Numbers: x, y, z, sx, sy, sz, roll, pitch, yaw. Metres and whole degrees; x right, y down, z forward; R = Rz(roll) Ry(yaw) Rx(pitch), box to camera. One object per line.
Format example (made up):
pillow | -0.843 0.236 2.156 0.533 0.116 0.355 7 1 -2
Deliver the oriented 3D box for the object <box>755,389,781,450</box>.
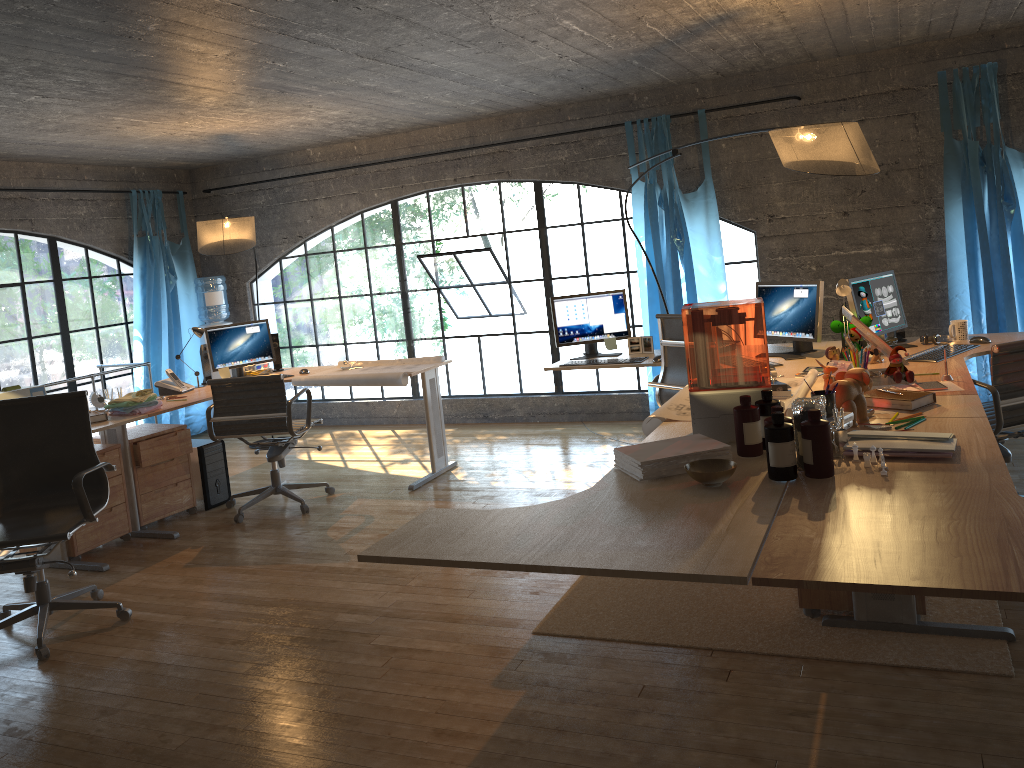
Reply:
object | 0.819 0.112 2.814 0.079 0.186 0.080 -3 5 32

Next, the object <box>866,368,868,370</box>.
object | 1.416 -0.023 3.605 0.077 0.081 0.077 0 8 43

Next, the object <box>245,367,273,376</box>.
object | -1.839 -0.091 6.387 0.204 0.036 0.207 -2 9 22

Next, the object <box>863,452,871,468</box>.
object | 1.007 0.216 2.503 0.019 0.040 0.019 -8 5 -24

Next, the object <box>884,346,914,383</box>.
object | 1.565 -0.078 3.576 0.104 0.143 0.106 -6 5 -2

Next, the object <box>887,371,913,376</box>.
object | 1.680 -0.046 3.815 0.126 0.009 0.012 -8 7 -13

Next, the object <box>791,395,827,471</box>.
object | 0.865 0.138 2.554 0.098 0.213 0.095 -4 5 22

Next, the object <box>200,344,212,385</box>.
object | -2.122 -0.137 6.100 0.085 0.276 0.085 -8 4 -22

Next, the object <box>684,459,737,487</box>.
object | 0.563 0.257 2.493 0.146 0.054 0.148 -6 8 1

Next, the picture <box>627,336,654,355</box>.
picture | 0.779 -0.235 5.318 0.158 0.104 0.032 -3 5 25

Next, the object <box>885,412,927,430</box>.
object | 1.335 0.123 2.984 0.109 0.009 0.252 0 11 35

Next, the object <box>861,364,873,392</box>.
object | 1.364 -0.011 3.455 0.074 0.119 0.218 -1 9 43

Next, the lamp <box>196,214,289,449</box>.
lamp | -2.442 -0.643 8.939 0.387 1.916 6.286 -7 8 -10

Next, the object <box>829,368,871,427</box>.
object | 1.173 0.043 3.061 0.200 0.175 0.130 -12 8 -41

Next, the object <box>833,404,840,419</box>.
object | 1.042 0.085 2.837 0.017 0.049 0.026 -3 5 34

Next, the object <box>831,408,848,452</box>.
object | 0.962 0.142 2.721 0.133 0.128 0.039 -4 4 20

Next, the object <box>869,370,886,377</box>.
object | 1.590 -0.051 3.865 0.096 0.024 0.108 1 11 38

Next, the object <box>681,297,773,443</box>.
object | 0.741 -0.049 3.017 0.269 0.455 0.224 -5 5 14

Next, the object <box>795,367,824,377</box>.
object | 1.374 -0.056 4.042 0.109 0.022 0.140 2 12 44

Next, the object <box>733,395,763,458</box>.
object | 0.737 0.129 2.759 0.079 0.186 0.080 -2 6 42

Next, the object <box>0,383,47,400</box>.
object | -2.544 0.159 4.480 0.136 0.282 0.407 -4 7 24

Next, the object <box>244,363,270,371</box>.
object | -1.862 -0.124 6.396 0.144 0.032 0.153 -1 10 29

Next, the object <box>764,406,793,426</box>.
object | 0.775 0.157 2.555 0.079 0.186 0.080 -2 6 42

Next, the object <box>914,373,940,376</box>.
object | 1.734 -0.040 3.747 0.146 0.007 0.008 -3 7 17

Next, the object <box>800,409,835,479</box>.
object | 0.851 0.164 2.463 0.079 0.186 0.080 -3 5 32

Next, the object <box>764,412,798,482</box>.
object | 0.753 0.172 2.476 0.079 0.186 0.080 -3 5 32

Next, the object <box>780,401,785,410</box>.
object | 0.972 0.089 3.327 0.135 0.042 0.022 -11 6 -28

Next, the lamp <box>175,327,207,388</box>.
lamp | -2.161 -0.179 5.971 0.207 0.406 0.106 -7 4 -8

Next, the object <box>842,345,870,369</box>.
object | 1.407 -0.069 3.599 0.104 0.175 0.101 -5 5 11

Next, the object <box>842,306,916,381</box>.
object | 1.556 -0.180 3.827 0.285 0.297 0.400 -4 7 16

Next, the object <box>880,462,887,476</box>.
object | 1.015 0.231 2.412 0.017 0.037 0.017 -8 5 -20

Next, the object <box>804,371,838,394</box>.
object | 1.023 0.023 2.847 0.153 0.101 0.076 -11 7 -36

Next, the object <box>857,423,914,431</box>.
object | 1.236 0.139 2.927 0.127 0.013 0.143 -6 9 -2

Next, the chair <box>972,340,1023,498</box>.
chair | 2.138 0.206 3.912 0.655 0.853 0.688 -8 6 -19

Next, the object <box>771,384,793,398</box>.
object | 1.078 0.027 3.609 0.130 0.055 0.049 -2 7 25

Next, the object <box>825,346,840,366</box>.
object | 1.345 -0.068 3.649 0.227 0.176 0.094 -11 7 -38

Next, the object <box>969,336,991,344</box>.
object | 2.339 -0.221 4.411 0.059 0.034 0.101 -10 9 -30

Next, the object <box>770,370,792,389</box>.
object | 1.156 -0.021 3.838 0.054 0.063 0.160 -7 8 -8

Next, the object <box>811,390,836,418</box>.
object | 1.013 0.067 2.867 0.077 0.081 0.077 -6 6 4

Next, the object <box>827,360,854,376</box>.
object | 1.327 -0.027 3.528 0.099 0.134 0.155 -9 7 -30

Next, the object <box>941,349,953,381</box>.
object | 1.760 -0.079 3.580 0.045 0.130 0.046 -5 4 19

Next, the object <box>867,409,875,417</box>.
object | 1.229 0.064 3.192 0.145 0.081 0.181 -11 10 -35

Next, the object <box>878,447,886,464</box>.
object | 1.055 0.204 2.525 0.022 0.047 0.023 -6 4 5

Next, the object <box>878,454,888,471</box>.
object | 1.034 0.218 2.461 0.026 0.043 0.026 -8 5 -20

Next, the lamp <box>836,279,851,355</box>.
lamp | 1.604 -0.304 4.229 0.105 0.406 0.209 -3 5 36

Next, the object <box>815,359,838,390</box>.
object | 1.184 -0.008 3.334 0.085 0.188 0.094 -10 6 -42

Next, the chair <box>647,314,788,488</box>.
chair | 1.115 0.098 4.791 0.689 1.008 0.653 -9 6 -31

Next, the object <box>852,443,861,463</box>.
object | 0.997 0.199 2.561 0.025 0.058 0.025 -6 4 7

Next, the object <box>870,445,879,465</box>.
object | 1.034 0.202 2.525 0.024 0.055 0.025 -6 4 5

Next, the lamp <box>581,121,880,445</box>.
lamp | 0.501 -0.603 6.702 0.387 1.916 6.273 -7 8 -19

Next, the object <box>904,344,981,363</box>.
object | 2.048 -0.151 4.230 0.495 0.011 0.187 -14 12 -40

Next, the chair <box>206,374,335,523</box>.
chair | -1.540 0.342 5.523 0.652 0.853 0.692 -5 6 11

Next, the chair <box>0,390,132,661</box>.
chair | -2.064 0.581 3.861 0.653 1.008 0.689 -7 5 -6

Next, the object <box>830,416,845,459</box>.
object | 0.967 0.159 2.635 0.075 0.120 0.037 -6 4 -1
